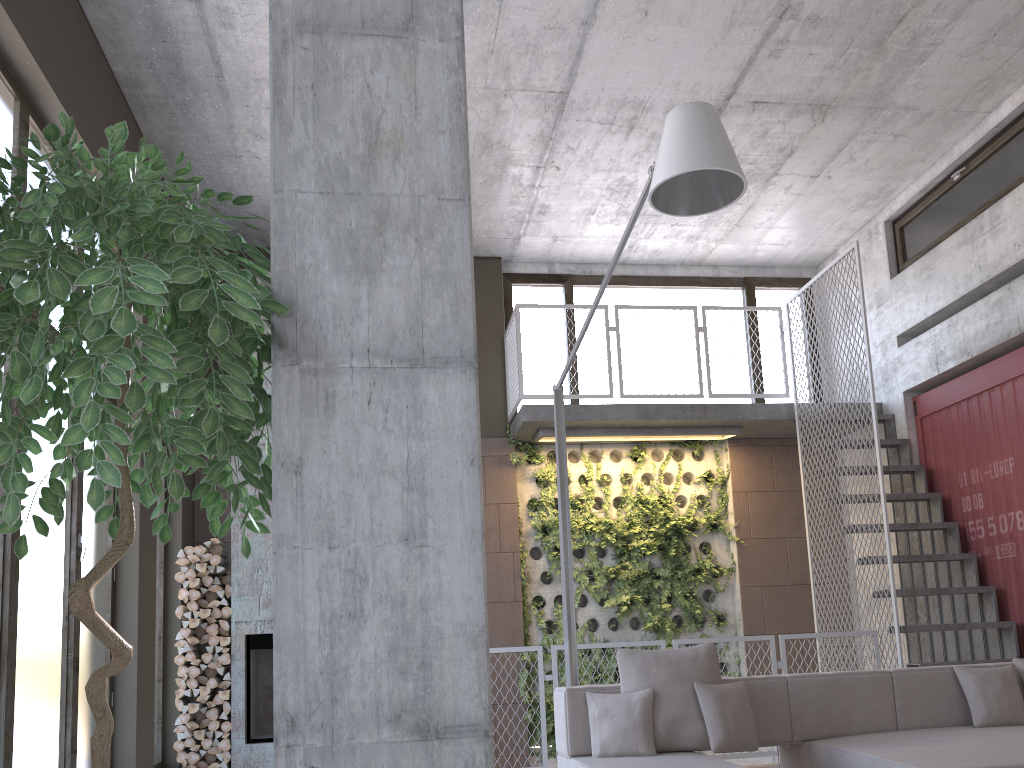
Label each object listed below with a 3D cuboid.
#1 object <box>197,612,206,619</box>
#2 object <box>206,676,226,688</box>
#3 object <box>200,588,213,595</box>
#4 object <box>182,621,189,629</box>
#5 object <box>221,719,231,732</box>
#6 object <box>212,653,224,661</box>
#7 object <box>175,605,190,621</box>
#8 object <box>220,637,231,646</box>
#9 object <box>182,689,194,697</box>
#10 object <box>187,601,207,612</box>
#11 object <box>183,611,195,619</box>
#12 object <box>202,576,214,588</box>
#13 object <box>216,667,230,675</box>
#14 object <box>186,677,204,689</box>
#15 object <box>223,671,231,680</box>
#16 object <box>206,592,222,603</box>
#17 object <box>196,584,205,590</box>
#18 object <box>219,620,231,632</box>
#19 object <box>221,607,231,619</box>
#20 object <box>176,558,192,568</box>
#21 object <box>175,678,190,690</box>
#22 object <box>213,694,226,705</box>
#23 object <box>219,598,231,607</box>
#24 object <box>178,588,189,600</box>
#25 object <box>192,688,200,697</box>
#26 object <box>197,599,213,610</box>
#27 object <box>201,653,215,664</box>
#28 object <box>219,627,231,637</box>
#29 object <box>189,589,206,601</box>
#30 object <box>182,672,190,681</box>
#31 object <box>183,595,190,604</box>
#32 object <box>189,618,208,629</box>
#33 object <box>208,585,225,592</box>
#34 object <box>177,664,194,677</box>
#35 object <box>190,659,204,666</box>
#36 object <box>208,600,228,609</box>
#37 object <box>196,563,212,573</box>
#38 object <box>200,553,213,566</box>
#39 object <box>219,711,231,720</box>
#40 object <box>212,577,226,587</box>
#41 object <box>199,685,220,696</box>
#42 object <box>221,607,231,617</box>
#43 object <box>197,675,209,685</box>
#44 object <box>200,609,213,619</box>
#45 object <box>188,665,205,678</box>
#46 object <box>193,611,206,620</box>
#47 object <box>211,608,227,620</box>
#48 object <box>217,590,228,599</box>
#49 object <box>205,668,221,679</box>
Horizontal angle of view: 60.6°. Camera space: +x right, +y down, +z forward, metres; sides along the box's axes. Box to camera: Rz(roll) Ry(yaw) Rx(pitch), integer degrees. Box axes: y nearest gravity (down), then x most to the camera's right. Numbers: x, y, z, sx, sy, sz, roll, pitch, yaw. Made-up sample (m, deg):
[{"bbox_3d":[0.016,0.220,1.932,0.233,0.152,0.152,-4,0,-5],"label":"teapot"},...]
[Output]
[{"bbox_3d":[-2.680,2.039,7.734,0.115,0.077,0.449,0,-16,-9],"label":"object"},{"bbox_3d":[-2.574,2.605,7.663,0.091,0.087,0.469,-1,-16,-8],"label":"object"},{"bbox_3d":[-2.699,1.838,7.772,0.064,0.072,0.370,-1,-16,-10],"label":"object"},{"bbox_3d":[-2.814,2.113,7.681,0.067,0.065,0.436,-1,-16,-9],"label":"object"},{"bbox_3d":[-2.457,2.976,7.658,0.091,0.089,0.451,-1,-16,-9],"label":"object"},{"bbox_3d":[-2.572,2.402,7.728,0.067,0.069,0.436,-1,-16,-9],"label":"object"},{"bbox_3d":[-2.883,2.010,7.692,0.064,0.121,0.375,-1,-16,-10],"label":"object"},{"bbox_3d":[-2.494,2.274,7.745,0.093,0.081,0.494,-1,-16,-9],"label":"object"},{"bbox_3d":[-2.793,2.682,7.641,0.067,0.065,0.436,-1,-16,-9],"label":"object"},{"bbox_3d":[-2.784,1.974,7.757,0.092,0.090,0.451,-1,-16,-9],"label":"object"},{"bbox_3d":[-2.823,2.047,7.734,0.067,0.065,0.436,-1,-16,-9],"label":"object"},{"bbox_3d":[-2.666,1.769,7.780,0.091,0.087,0.469,0,-16,-10],"label":"object"},{"bbox_3d":[-2.533,2.525,7.699,0.066,0.082,0.438,0,-16,-11],"label":"object"},{"bbox_3d":[-2.754,2.608,7.664,0.092,0.090,0.451,-1,-16,-9],"label":"object"},{"bbox_3d":[-2.477,2.555,7.702,0.066,0.082,0.438,0,-16,-11],"label":"object"},{"bbox_3d":[-2.661,1.920,7.846,0.104,0.099,0.301,-1,-16,-9],"label":"object"},{"bbox_3d":[-2.757,1.792,7.743,0.089,0.055,0.343,0,-16,-9],"label":"object"},{"bbox_3d":[-2.508,2.136,7.728,0.088,0.105,0.376,-1,-16,-9],"label":"object"},{"bbox_3d":[-2.497,2.030,7.759,0.101,0.100,0.302,-1,-16,-7],"label":"object"},{"bbox_3d":[-2.877,1.592,7.777,0.122,0.066,0.375,-1,-16,-7],"label":"object"},{"bbox_3d":[-2.837,2.601,7.609,0.088,0.105,0.376,-1,-16,-9],"label":"object"},{"bbox_3d":[-2.534,2.750,7.686,0.091,0.087,0.469,-1,-16,-9],"label":"object"},{"bbox_3d":[-2.531,1.946,7.795,0.071,0.070,0.436,-1,-16,-9],"label":"object"},{"bbox_3d":[-2.855,1.860,7.733,0.101,0.100,0.302,-1,-16,-7],"label":"object"},{"bbox_3d":[-2.713,2.683,7.652,0.067,0.065,0.436,-1,-16,-9],"label":"object"},{"bbox_3d":[-2.711,1.966,7.796,0.101,0.084,0.374,0,-16,-9],"label":"object"},{"bbox_3d":[-2.636,2.403,7.688,0.091,0.087,0.469,0,-16,-10],"label":"object"},{"bbox_3d":[-2.537,2.202,7.786,0.101,0.084,0.374,0,-16,-9],"label":"object"},{"bbox_3d":[-2.755,1.856,7.702,0.098,0.104,0.303,-1,-16,-8],"label":"object"},{"bbox_3d":[-2.794,2.517,7.553,0.045,0.070,0.259,-1,-16,-9],"label":"object"},{"bbox_3d":[-2.823,1.882,7.646,0.045,0.070,0.259,-1,-16,-9],"label":"object"},{"bbox_3d":[-2.740,2.102,7.691,0.093,0.081,0.494,-1,-16,-9],"label":"object"},{"bbox_3d":[-2.599,1.823,7.784,0.122,0.066,0.375,-1,-16,-7],"label":"object"},{"bbox_3d":[-2.826,2.495,7.640,0.101,0.100,0.302,-1,-16,-7],"label":"object"},{"bbox_3d":[-2.728,2.427,7.650,0.089,0.055,0.343,0,-16,-9],"label":"object"},{"bbox_3d":[-2.608,1.975,7.799,0.115,0.077,0.449,0,-16,-9],"label":"object"},{"bbox_3d":[-2.709,1.653,7.778,0.094,0.081,0.494,-1,-16,-9],"label":"object"},{"bbox_3d":[-2.671,1.559,7.762,0.104,0.081,0.374,0,-16,-9],"label":"object"},{"bbox_3d":[-2.487,2.881,7.658,0.071,0.070,0.436,-1,-16,-9],"label":"object"},{"bbox_3d":[-2.601,1.767,7.821,0.067,0.069,0.436,-1,-16,-9],"label":"object"},{"bbox_3d":[-2.638,2.673,7.663,0.093,0.081,0.494,-1,-16,-9],"label":"object"},{"bbox_3d":[-2.501,2.034,7.796,0.091,0.089,0.451,-1,-16,-9],"label":"object"},{"bbox_3d":[-2.682,2.601,7.703,0.101,0.084,0.374,0,-16,-9],"label":"object"},{"bbox_3d":[-2.668,2.039,7.755,0.093,0.081,0.494,-1,-16,-9],"label":"object"},{"bbox_3d":[-2.726,2.491,7.609,0.098,0.104,0.303,-1,-16,-8],"label":"object"},{"bbox_3d":[-2.742,2.049,7.745,0.067,0.065,0.436,-1,-16,-9],"label":"object"},{"bbox_3d":[-2.587,2.043,7.786,0.091,0.087,0.469,-1,-16,-9],"label":"object"},{"bbox_3d":[-2.562,1.891,7.792,0.066,0.082,0.438,0,-16,-11],"label":"object"},{"bbox_3d":[-2.631,2.555,7.753,0.104,0.099,0.301,-1,-16,-9],"label":"object"}]
